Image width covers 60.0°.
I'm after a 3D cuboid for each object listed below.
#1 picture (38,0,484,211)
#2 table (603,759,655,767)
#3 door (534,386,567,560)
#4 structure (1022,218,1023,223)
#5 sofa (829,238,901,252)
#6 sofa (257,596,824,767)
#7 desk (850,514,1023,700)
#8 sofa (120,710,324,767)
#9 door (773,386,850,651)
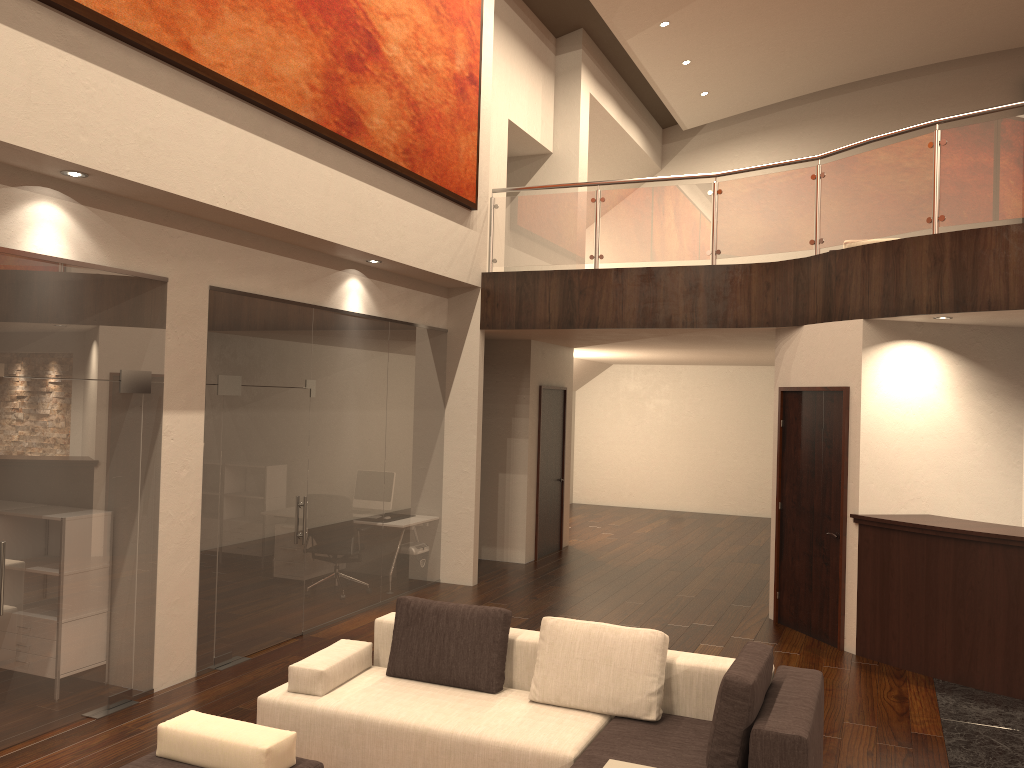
[{"bbox_3d":[-1.617,-3.196,6.461,0.070,2.526,6.485,1,-1,23],"label":"picture"},{"bbox_3d":[0.533,1.890,3.665,0.400,0.460,0.400,1,-1,23],"label":"table"},{"bbox_3d":[0.509,1.148,11.824,0.104,2.232,0.990,1,-1,23],"label":"door"},{"bbox_3d":[9.690,-2.973,14.308,2.524,4.236,0.187,1,-1,23],"label":"structure"},{"bbox_3d":[5.211,-1.445,12.422,3.366,0.862,2.586,1,-1,23],"label":"sofa"},{"bbox_3d":[0.071,1.691,4.579,2.846,0.862,1.291,1,-1,23],"label":"sofa"},{"bbox_3d":[5.985,1.724,5.754,7.146,1.171,1.674,1,-1,24],"label":"desk"},{"bbox_3d":[-1.223,1.613,2.293,2.586,0.862,3.366,1,-1,23],"label":"sofa"},{"bbox_3d":[2.689,1.141,7.979,0.104,2.232,0.990,2,-1,-17],"label":"door"}]
